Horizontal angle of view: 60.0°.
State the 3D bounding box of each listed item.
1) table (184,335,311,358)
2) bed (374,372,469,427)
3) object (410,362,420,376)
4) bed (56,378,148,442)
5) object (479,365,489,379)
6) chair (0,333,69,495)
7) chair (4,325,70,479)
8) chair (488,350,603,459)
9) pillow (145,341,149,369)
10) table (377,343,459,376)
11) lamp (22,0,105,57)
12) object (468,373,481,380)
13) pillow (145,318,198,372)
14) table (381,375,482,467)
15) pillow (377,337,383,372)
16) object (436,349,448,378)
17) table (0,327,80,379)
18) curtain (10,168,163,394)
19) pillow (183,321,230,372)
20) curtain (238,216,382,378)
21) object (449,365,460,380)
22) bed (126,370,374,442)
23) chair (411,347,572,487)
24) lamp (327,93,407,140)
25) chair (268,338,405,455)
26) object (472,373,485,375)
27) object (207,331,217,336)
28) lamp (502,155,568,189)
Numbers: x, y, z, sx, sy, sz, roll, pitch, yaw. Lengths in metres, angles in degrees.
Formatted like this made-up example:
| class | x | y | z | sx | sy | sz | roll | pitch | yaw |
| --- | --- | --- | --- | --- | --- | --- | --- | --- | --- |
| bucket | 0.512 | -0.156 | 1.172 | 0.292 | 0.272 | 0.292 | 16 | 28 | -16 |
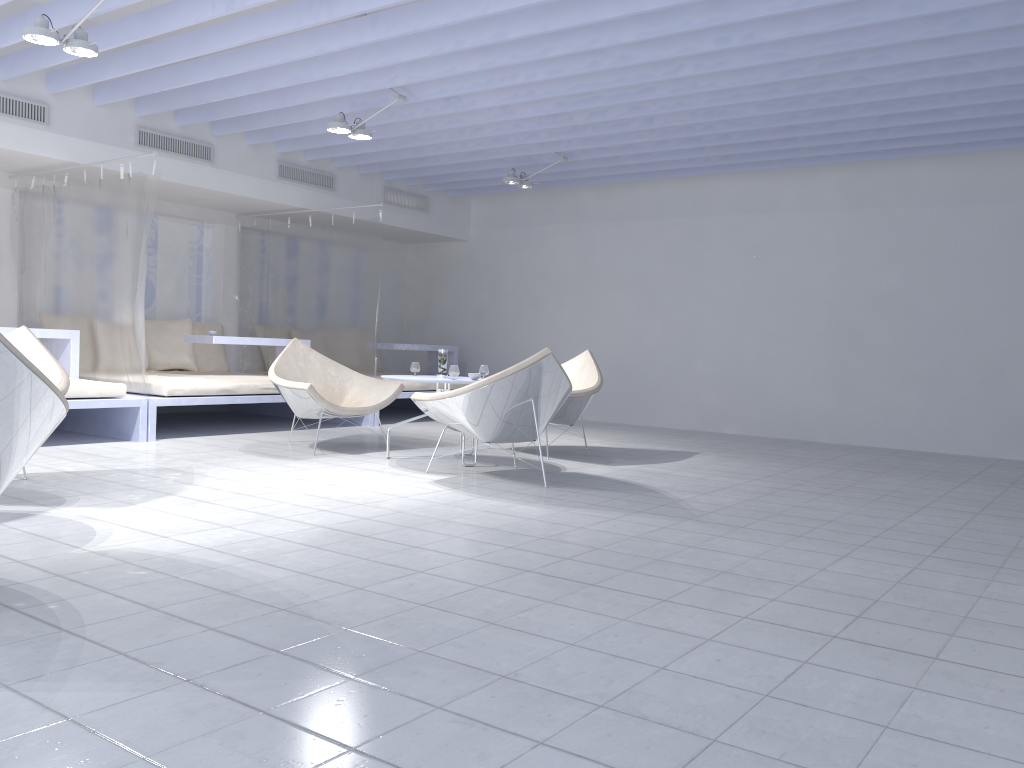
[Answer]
| class | x | y | z | sx | sy | sz | roll | pitch | yaw |
| --- | --- | --- | --- | --- | --- | --- | --- | --- | --- |
| table | -2.371 | -0.195 | 8.001 | 0.416 | 0.450 | 1.065 | 4 | 3 | 35 |
| bed | -1.399 | 0.101 | 9.386 | 2.016 | 0.427 | 2.200 | 4 | 3 | 35 |
| object | -0.653 | -0.102 | 5.989 | 0.068 | 0.091 | 0.068 | 3 | 2 | 25 |
| bed | -3.967 | 0.142 | 5.788 | 2.022 | 0.422 | 2.200 | 4 | 3 | 35 |
| object | -0.188 | -0.082 | 5.945 | 0.068 | 0.091 | 0.068 | 3 | 2 | 25 |
| chair | -1.664 | 0.196 | 2.481 | 0.753 | 0.759 | 0.906 | 4 | 3 | 31 |
| chair | -2.427 | 0.105 | 4.015 | 0.906 | 0.759 | 0.753 | 3 | 2 | 5 |
| chair | 0.306 | 0.117 | 6.497 | 0.753 | 0.759 | 0.906 | 0 | 3 | -40 |
| pillow | -3.497 | -0.342 | 7.898 | 0.307 | 0.482 | 0.528 | 4 | 3 | 40 |
| table | -1.092 | -0.215 | 9.806 | 0.416 | 0.450 | 1.065 | 4 | 3 | 35 |
| lamp | -2.200 | -1.877 | 4.546 | 0.587 | 0.218 | 0.380 | 4 | 3 | 35 |
| object | -0.236 | -0.045 | 5.596 | 0.082 | 0.043 | 0.082 | 4 | 3 | 37 |
| pillow | -3.248 | -0.373 | 8.341 | 0.537 | 0.527 | 0.233 | 1 | 3 | -35 |
| table | -0.450 | 0.228 | 5.783 | 0.825 | 0.534 | 0.823 | 3 | 2 | 12 |
| pillow | -1.742 | -0.374 | 10.513 | 0.230 | 0.521 | 0.524 | 4 | 3 | 33 |
| object | -0.454 | -0.133 | 5.810 | 0.075 | 0.185 | 0.075 | 2 | 2 | -2 |
| table | -3.651 | -0.176 | 6.193 | 0.416 | 0.450 | 1.065 | 4 | 3 | 35 |
| curtain | -3.241 | -0.758 | 6.614 | 2.050 | 1.552 | 0.151 | 4 | 3 | 35 |
| pillow | -3.020 | -0.355 | 8.708 | 0.230 | 0.521 | 0.524 | 4 | 3 | 33 |
| curtain | -1.991 | -0.759 | 8.449 | 1.998 | 1.559 | 0.125 | 4 | 3 | 34 |
| object | -0.359 | -0.071 | 5.501 | 0.068 | 0.091 | 0.068 | 3 | 2 | 25 |
| bed | -2.677 | 0.121 | 7.582 | 2.016 | 0.427 | 2.200 | 4 | 3 | 35 |
| chair | -0.021 | 0.159 | 5.079 | 0.906 | 0.759 | 0.753 | 1 | 3 | -37 |
| lamp | -0.992 | -1.895 | 6.252 | 0.587 | 0.218 | 0.380 | 4 | 3 | 35 |
| chair | -1.322 | 0.063 | 6.202 | 0.753 | 0.759 | 0.906 | 4 | 3 | 39 |
| object | -0.212 | -0.063 | 5.573 | 0.098 | 0.016 | 0.012 | 4 | 3 | 35 |
| object | -2.613 | -0.441 | 7.719 | 0.082 | 0.043 | 0.082 | 2 | 2 | -4 |
| lamp | 0.229 | -1.914 | 7.975 | 0.587 | 0.218 | 0.380 | 4 | 3 | 35 |
